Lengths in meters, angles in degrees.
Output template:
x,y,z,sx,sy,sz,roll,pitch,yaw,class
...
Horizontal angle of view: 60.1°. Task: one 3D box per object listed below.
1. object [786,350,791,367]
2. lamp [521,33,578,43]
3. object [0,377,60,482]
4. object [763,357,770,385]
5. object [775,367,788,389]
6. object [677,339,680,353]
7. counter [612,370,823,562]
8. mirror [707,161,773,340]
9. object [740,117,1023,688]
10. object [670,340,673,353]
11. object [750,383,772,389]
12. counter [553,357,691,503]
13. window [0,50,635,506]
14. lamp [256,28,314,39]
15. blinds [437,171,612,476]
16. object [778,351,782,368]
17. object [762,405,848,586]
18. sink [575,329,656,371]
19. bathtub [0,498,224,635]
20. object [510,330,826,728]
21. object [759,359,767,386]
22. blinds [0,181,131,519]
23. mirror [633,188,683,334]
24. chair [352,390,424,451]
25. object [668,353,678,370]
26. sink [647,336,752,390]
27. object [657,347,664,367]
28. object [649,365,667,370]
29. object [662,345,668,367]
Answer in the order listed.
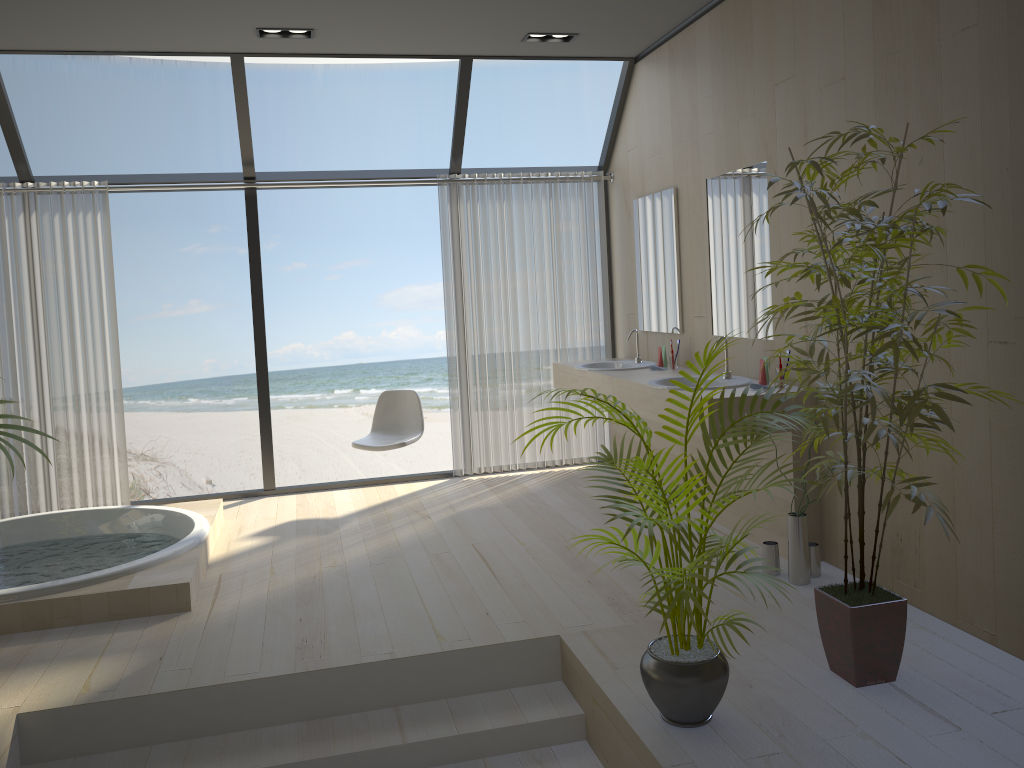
x,y,z,sx,sy,sz,roll,pitch,yaw,class
1.251,-0.067,4.052,0.054,0.175,0.012,-2,3,12,object
0.217,-2.076,5.176,0.301,0.111,0.164,-4,5,-13,lamp
-1.681,0.471,2.174,1.067,1.341,0.874,-5,4,-25,object
1.212,-0.061,4.237,0.039,0.134,0.039,-1,3,28,object
1.237,-0.026,4.057,0.058,0.100,0.059,-3,3,-3,object
0.969,-0.175,5.224,0.054,0.175,0.012,-2,3,12,object
0.992,0.385,4.490,0.551,0.788,1.209,-4,5,-13,counter
1.183,-0.672,4.590,0.023,0.866,0.655,-4,4,-13,mirror
1.139,0.062,2.791,0.786,1.751,0.939,-2,3,12,object
0.941,-0.172,5.201,0.012,0.177,0.050,-2,3,26,object
1.145,0.010,4.058,0.104,0.029,0.033,0,5,27,object
0.710,0.277,5.662,0.551,0.788,1.209,-4,5,-13,counter
-1.430,-0.642,5.630,4.564,2.806,0.746,-4,3,-13,window
-1.240,-1.965,4.829,0.301,0.111,0.164,-4,5,-13,lamp
0.114,-0.438,6.207,1.184,2.065,0.084,-4,3,-13,blinds
1.222,-0.065,4.028,0.012,0.177,0.050,-2,3,26,object
1.276,0.459,3.800,0.407,0.747,0.274,-5,3,-25,object
0.651,-0.129,5.600,0.504,0.418,0.575,-4,5,-10,sink
-2.437,0.903,4.338,1.822,0.696,1.652,-4,6,-13,bathtub
0.437,0.406,2.591,0.915,1.154,0.754,-2,4,20,object
1.170,-0.048,4.132,0.039,0.134,0.039,-1,3,28,object
-3.047,-0.197,5.455,1.184,2.065,0.084,-4,3,-13,blinds
0.915,-0.763,5.591,0.023,0.866,0.655,-4,4,-13,mirror
-0.782,0.234,5.652,0.369,0.346,0.456,-2,5,15,chair
0.956,-0.134,5.230,0.058,0.100,0.058,-3,3,-7,object
0.932,-0.021,4.428,0.504,0.418,0.575,-4,5,-10,sink
0.888,-0.155,5.304,0.039,0.134,0.039,-1,3,35,object
0.864,-0.097,5.231,0.104,0.029,0.033,0,5,27,object
0.931,-0.169,5.410,0.039,0.134,0.039,-1,3,35,object
